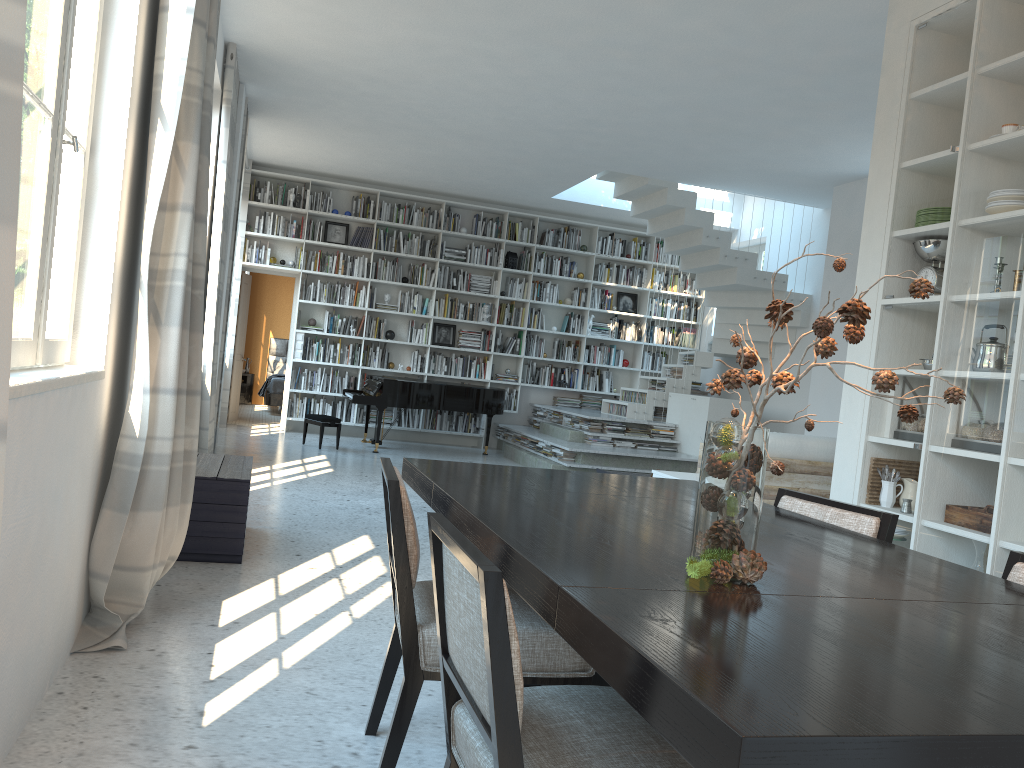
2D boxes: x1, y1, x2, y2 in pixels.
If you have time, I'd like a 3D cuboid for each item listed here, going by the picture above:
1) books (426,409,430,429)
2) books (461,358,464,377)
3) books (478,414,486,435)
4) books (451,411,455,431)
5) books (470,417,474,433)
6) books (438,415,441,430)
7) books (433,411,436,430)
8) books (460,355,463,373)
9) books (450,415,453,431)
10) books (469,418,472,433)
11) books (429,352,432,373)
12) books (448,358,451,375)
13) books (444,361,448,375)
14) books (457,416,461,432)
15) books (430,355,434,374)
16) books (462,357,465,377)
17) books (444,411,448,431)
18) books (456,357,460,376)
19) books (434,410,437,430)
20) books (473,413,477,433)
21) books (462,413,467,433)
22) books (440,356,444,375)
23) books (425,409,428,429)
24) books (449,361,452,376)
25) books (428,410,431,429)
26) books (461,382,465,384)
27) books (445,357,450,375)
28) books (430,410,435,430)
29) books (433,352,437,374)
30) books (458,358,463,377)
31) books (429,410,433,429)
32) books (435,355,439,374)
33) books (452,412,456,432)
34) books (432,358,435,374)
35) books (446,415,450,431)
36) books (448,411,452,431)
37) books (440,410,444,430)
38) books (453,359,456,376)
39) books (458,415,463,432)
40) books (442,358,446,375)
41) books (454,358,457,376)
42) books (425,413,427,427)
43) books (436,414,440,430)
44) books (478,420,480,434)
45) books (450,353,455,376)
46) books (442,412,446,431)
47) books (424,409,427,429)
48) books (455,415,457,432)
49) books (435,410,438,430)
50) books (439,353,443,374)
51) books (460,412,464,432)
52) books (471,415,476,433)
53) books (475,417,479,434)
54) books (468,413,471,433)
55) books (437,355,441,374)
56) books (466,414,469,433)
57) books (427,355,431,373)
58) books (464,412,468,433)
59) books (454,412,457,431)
[{"bbox_3d":[-1.111,0.452,11.599,0.025,0.264,0.144,6,1,-16],"label":"books"},{"bbox_3d":[-0.664,-0.222,11.684,0.011,0.252,0.158,6,1,-16],"label":"books"},{"bbox_3d":[-0.408,0.525,11.718,0.038,0.269,0.277,6,1,-16],"label":"books"},{"bbox_3d":[-0.791,0.450,11.666,0.014,0.336,0.182,6,1,-16],"label":"books"},{"bbox_3d":[-0.544,0.542,11.742,0.022,0.205,0.191,6,1,-16],"label":"books"},{"bbox_3d":[-0.965,0.501,11.650,0.030,0.197,0.143,6,1,-16],"label":"books"},{"bbox_3d":[-1.029,0.473,11.620,0.012,0.239,0.128,6,1,-16],"label":"books"},{"bbox_3d":[-0.676,-0.241,11.686,0.014,0.286,0.134,6,2,-16],"label":"books"},{"bbox_3d":[-0.817,0.509,11.671,0.022,0.213,0.167,6,1,-16],"label":"books"},{"bbox_3d":[-0.569,0.546,11.746,0.024,0.191,0.155,6,1,-16],"label":"books"},{"bbox_3d":[-1.079,-0.277,11.556,0.011,0.275,0.145,6,1,-16],"label":"books"},{"bbox_3d":[-0.836,-0.229,11.627,0.013,0.230,0.138,6,1,-16],"label":"books"},{"bbox_3d":[-0.882,-0.210,11.598,0.029,0.184,0.174,6,1,-16],"label":"books"},{"bbox_3d":[-0.711,0.524,11.686,0.010,0.206,0.179,6,1,-16],"label":"books"},{"bbox_3d":[-1.060,-0.254,11.552,0.027,0.234,0.167,6,1,-16],"label":"books"},{"bbox_3d":[-0.650,-0.225,11.676,0.010,0.261,0.181,6,1,-16],"label":"books"},{"bbox_3d":[-0.877,0.478,11.664,0.028,0.261,0.132,6,1,-16],"label":"books"},{"bbox_3d":[-0.722,-0.230,11.677,0.025,0.254,0.136,6,1,-16],"label":"books"},{"bbox_3d":[-1.017,0.456,11.627,0.012,0.276,0.154,6,1,-16],"label":"books"},{"bbox_3d":[-0.499,0.521,11.757,0.013,0.256,0.176,6,1,-16],"label":"books"},{"bbox_3d":[-0.643,0.508,11.700,0.044,0.251,0.186,6,1,-16],"label":"books"},{"bbox_3d":[-0.932,-0.247,11.609,0.021,0.244,0.141,6,1,-16],"label":"books"},{"bbox_3d":[-1.130,0.452,11.603,0.010,0.259,0.131,6,2,-16],"label":"books"},{"bbox_3d":[-0.818,-0.210,11.621,0.023,0.196,0.165,6,1,-16],"label":"books"},{"bbox_3d":[-1.087,0.418,11.593,0.012,0.337,0.144,6,2,-16],"label":"books"},{"bbox_3d":[-0.656,0.129,11.626,0.013,0.303,0.181,6,1,-16],"label":"books"},{"bbox_3d":[-0.854,-0.235,11.612,0.029,0.238,0.165,6,1,-16],"label":"books"},{"bbox_3d":[-1.046,0.467,11.619,0.022,0.247,0.143,6,1,-16],"label":"books"},{"bbox_3d":[-1.016,-0.279,11.593,0.027,0.290,0.140,6,2,-16],"label":"books"},{"bbox_3d":[-0.691,-0.221,11.658,0.026,0.245,0.191,6,1,-16],"label":"books"},{"bbox_3d":[-1.067,0.433,11.600,0.034,0.311,0.170,6,1,-16],"label":"books"},{"bbox_3d":[-0.992,-0.255,11.595,0.024,0.247,0.132,6,1,-16],"label":"books"},{"bbox_3d":[-0.781,0.475,11.672,0.014,0.288,0.184,6,1,-16],"label":"books"},{"bbox_3d":[-1.040,-0.240,11.571,0.024,0.208,0.169,6,1,-16],"label":"books"},{"bbox_3d":[-0.855,0.509,11.670,0.024,0.203,0.144,6,1,-16],"label":"books"},{"bbox_3d":[-0.829,0.471,11.661,0.013,0.285,0.184,6,1,-16],"label":"books"},{"bbox_3d":[-0.930,0.456,11.645,0.026,0.294,0.155,6,1,-16],"label":"books"},{"bbox_3d":[-0.774,-0.218,11.655,0.025,0.220,0.140,6,1,-16],"label":"books"},{"bbox_3d":[-0.693,0.524,11.696,0.029,0.210,0.170,6,1,-16],"label":"books"},{"bbox_3d":[-0.906,-0.230,11.594,0.023,0.217,0.174,6,1,-16],"label":"books"},{"bbox_3d":[-0.746,-0.223,11.655,0.031,0.237,0.158,6,1,-16],"label":"books"},{"bbox_3d":[-1.134,0.411,11.587,0.014,0.340,0.139,6,2,-16],"label":"books"},{"bbox_3d":[-0.984,0.495,11.613,0.028,0.206,0.174,6,1,-16],"label":"books"},{"bbox_3d":[-0.460,0.562,11.777,0.023,0.182,0.148,6,1,-16],"label":"books"},{"bbox_3d":[-0.792,-0.255,11.639,0.026,0.292,0.151,6,1,-16],"label":"books"},{"bbox_3d":[-0.907,0.488,11.657,0.030,0.235,0.138,6,1,-16],"label":"books"},{"bbox_3d":[-1.145,0.430,11.568,0.014,0.301,0.184,6,1,-16],"label":"books"},{"bbox_3d":[-0.743,0.517,11.710,0.040,0.212,0.129,6,1,-16],"label":"books"},{"bbox_3d":[-1.007,0.467,11.631,0.012,0.255,0.150,6,1,-16],"label":"books"},{"bbox_3d":[-0.941,-0.266,11.586,0.013,0.282,0.166,6,1,-16],"label":"books"},{"bbox_3d":[-0.669,0.484,11.702,0.011,0.293,0.184,6,1,-16],"label":"books"},{"bbox_3d":[-0.522,0.532,11.760,0.028,0.227,0.161,6,1,-16],"label":"books"},{"bbox_3d":[-0.479,0.542,11.757,0.029,0.218,0.190,6,1,-16],"label":"books"},{"bbox_3d":[-0.580,0.511,11.731,0.011,0.258,0.171,6,1,-16],"label":"books"},{"bbox_3d":[-0.963,-0.250,11.585,0.027,0.246,0.179,6,1,-16],"label":"books"},{"bbox_3d":[-0.604,0.518,11.740,0.028,0.239,0.140,6,1,-16],"label":"books"},{"bbox_3d":[-1.102,-0.264,11.558,0.029,0.244,0.154,6,1,-16],"label":"books"},{"bbox_3d":[-0.613,0.478,11.711,0.013,0.317,0.186,6,1,-16],"label":"books"},{"bbox_3d":[-0.768,0.489,11.692,0.024,0.262,0.131,6,2,-16],"label":"books"}]
